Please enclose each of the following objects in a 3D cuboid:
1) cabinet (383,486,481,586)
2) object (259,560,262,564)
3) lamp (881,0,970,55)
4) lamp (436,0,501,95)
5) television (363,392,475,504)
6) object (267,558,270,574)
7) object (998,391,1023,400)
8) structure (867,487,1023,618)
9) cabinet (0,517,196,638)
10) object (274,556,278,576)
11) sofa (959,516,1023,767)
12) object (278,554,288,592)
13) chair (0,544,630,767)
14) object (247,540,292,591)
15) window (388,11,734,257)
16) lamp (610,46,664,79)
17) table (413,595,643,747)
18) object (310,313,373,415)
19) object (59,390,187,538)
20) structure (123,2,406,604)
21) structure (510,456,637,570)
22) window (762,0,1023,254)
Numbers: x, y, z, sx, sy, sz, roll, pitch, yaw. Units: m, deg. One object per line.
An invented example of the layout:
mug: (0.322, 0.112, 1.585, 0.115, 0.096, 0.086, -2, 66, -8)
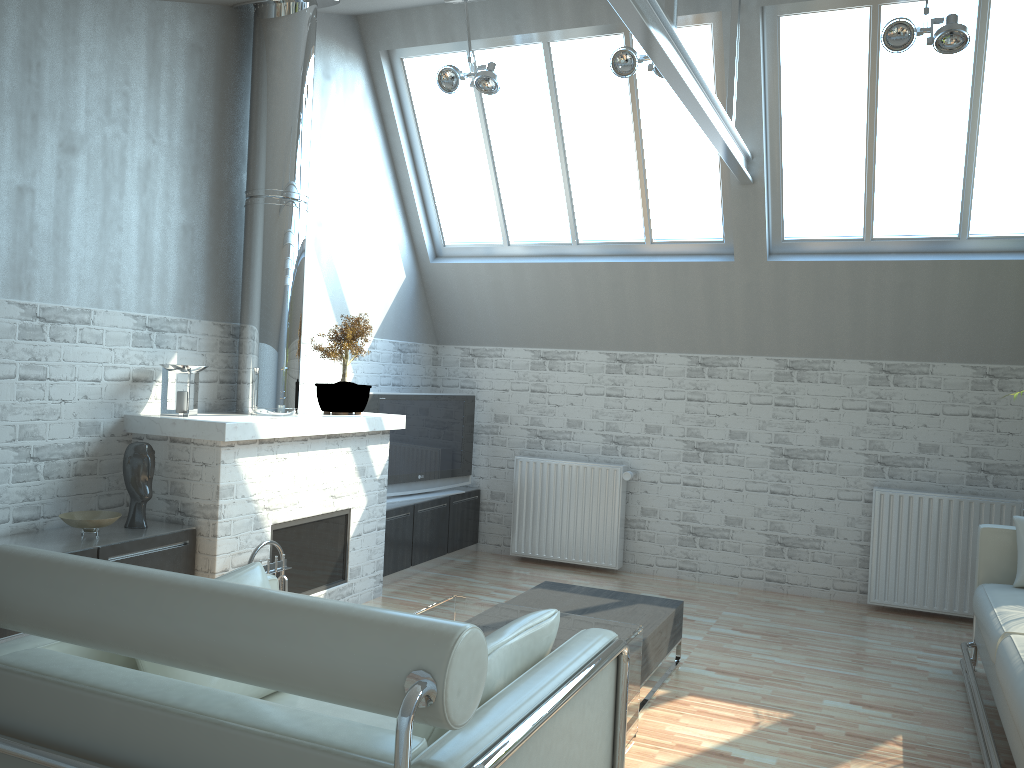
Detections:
cabinet: (-1.580, 2.148, 12.957, 0.908, 1.016, 3.234, 3, 1, 23)
object: (-2.367, 2.142, 8.439, 0.146, 0.916, 0.131, 3, 1, 23)
lamp: (4.073, -3.886, 8.704, 0.808, 1.172, 0.618, 3, 1, 27)
lamp: (-0.547, -4.131, 10.697, 0.808, 1.172, 0.619, 3, 1, 27)
television: (-1.423, 0.888, 13.002, 0.592, 1.514, 2.577, 3, 1, 33)
object: (-2.315, 2.151, 8.572, 0.145, 0.932, 0.065, 3, 1, 5)
object: (6.797, 0.919, 7.965, 3.777, 4.386, 5.015, 3, 1, -2)
structure: (5.634, 2.180, 11.413, 1.892, 1.524, 0.508, 3, 1, 23)
cabinet: (-4.338, 1.947, 6.505, 0.914, 1.270, 4.572, 3, 1, 23)
object: (-2.326, 2.111, 8.683, 0.025, 0.855, 0.025, 2, 1, -44)
sofa: (4.819, 2.029, 6.718, 2.199, 1.999, 4.866, 3, 1, 23)
object: (-2.282, 2.121, 8.788, 0.155, 0.873, 0.026, 3, 1, 25)
chair: (-0.938, 1.770, 4.199, 2.507, 2.001, 2.201, 3, 1, 23)
object: (-2.421, 2.091, 8.675, 0.412, 1.124, 0.584, 3, 1, 23)
window: (0.704, -3.287, 12.311, 4.651, 2.787, 1.897, 3, 1, 23)
lamp: (1.481, -4.023, 9.822, 0.808, 1.172, 0.619, 3, 1, 27)
table: (0.050, 2.337, 7.055, 1.726, 0.867, 1.015, 3, 1, 23)
object: (-2.081, -0.269, 10.675, 0.572, 1.265, 1.115, 3, 1, 27)
object: (-1.473, 1.434, 7.378, 4.859, 2.558, 1.528, 3, 1, 22)
structure: (-2.531, -0.952, 9.960, 1.309, 7.180, 3.302, 3, 1, 23)
structure: (0.923, 1.931, 13.445, 1.892, 1.524, 0.508, 3, 1, 23)
window: (5.364, -3.040, 10.302, 4.651, 2.787, 1.897, 3, 1, 23)
